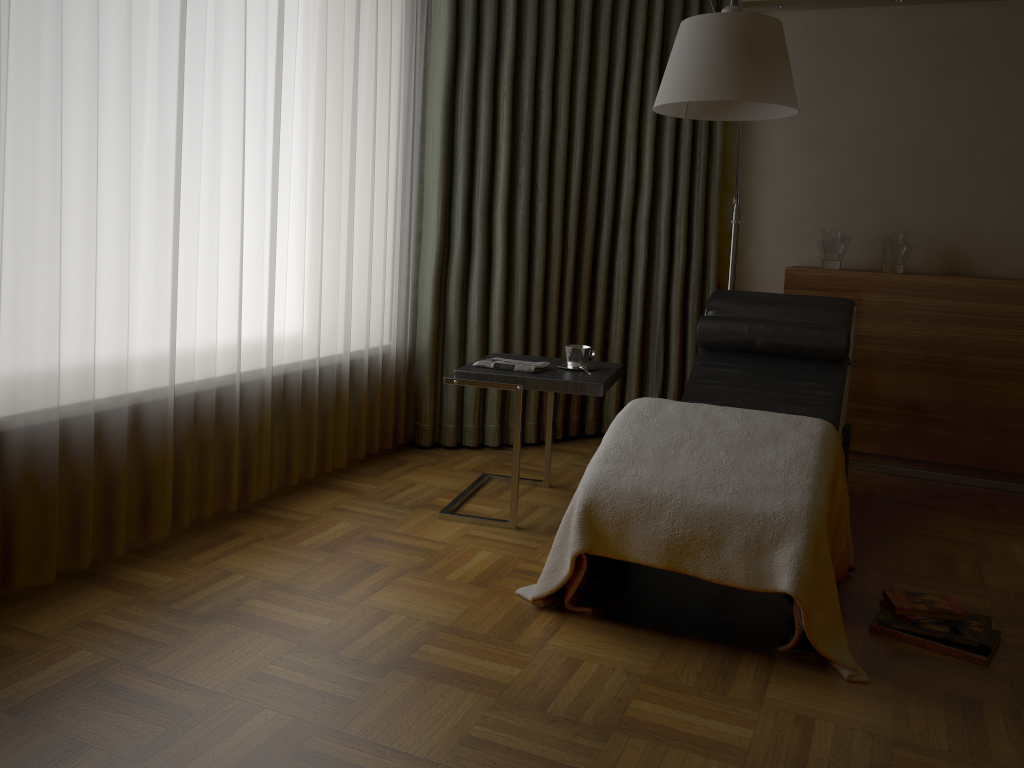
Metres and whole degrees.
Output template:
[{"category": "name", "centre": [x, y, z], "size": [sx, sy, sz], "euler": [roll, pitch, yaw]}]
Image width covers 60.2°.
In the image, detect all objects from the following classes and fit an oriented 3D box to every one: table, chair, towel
[{"category": "table", "centre": [0.113, -0.041, 3.204], "size": [0.518, 0.044, 0.504], "euler": [5, 10, 14]}, {"category": "chair", "centre": [0.800, 0.124, 3.006], "size": [0.637, 0.790, 1.802], "euler": [6, 9, 23]}, {"category": "towel", "centre": [0.005, -0.068, 3.142], "size": [0.241, 0.035, 0.180], "euler": [8, 11, 27]}]

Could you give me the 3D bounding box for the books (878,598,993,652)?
[{"category": "books", "centre": [1.118, 0.627, 2.335], "size": [0.266, 0.020, 0.190], "euler": [8, 11, 27]}]

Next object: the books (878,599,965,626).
[{"category": "books", "centre": [1.091, 0.603, 2.356], "size": [0.173, 0.018, 0.125], "euler": [0, 10, -17]}]

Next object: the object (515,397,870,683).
[{"category": "object", "centre": [0.567, 0.343, 2.541], "size": [0.920, 0.516, 0.915], "euler": [7, 9, 23]}]

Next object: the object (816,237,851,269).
[{"category": "object", "centre": [1.505, -0.618, 4.150], "size": [0.156, 0.153, 0.157], "euler": [0, 8, -20]}]

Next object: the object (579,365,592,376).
[{"category": "object", "centre": [0.259, -0.050, 3.100], "size": [0.029, 0.019, 0.125], "euler": [2, 10, -8]}]

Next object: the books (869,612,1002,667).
[{"category": "books", "centre": [1.112, 0.650, 2.320], "size": [0.282, 0.022, 0.201], "euler": [10, 12, 37]}]

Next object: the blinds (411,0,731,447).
[{"category": "blinds", "centre": [0.326, -0.949, 4.168], "size": [1.532, 2.432, 0.226], "euler": [0, 5, -22]}]

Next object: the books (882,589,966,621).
[{"category": "books", "centre": [1.092, 0.586, 2.347], "size": [0.173, 0.018, 0.125], "euler": [4, 10, 7]}]

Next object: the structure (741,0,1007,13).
[{"category": "structure", "centre": [2.150, -1.819, 3.989], "size": [2.185, 0.129, 0.275], "euler": [7, 10, 23]}]

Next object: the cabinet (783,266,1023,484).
[{"category": "cabinet", "centre": [2.089, -0.047, 3.977], "size": [1.679, 0.855, 0.418], "euler": [7, 7, 23]}]

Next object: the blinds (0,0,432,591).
[{"category": "blinds", "centre": [-0.833, -0.732, 2.946], "size": [0.093, 2.271, 2.211], "euler": [5, 8, 23]}]

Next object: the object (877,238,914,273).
[{"category": "object", "centre": [1.750, -0.587, 4.044], "size": [0.156, 0.153, 0.157], "euler": [5, 8, 13]}]

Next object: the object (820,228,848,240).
[{"category": "object", "centre": [1.507, -0.656, 4.147], "size": [0.122, 0.148, 0.124], "euler": [3, 7, 5]}]

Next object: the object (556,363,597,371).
[{"category": "object", "centre": [0.234, -0.061, 3.198], "size": [0.150, 0.009, 0.151], "euler": [8, 11, 28]}]

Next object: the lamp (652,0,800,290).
[{"category": "lamp", "centre": [0.866, -0.459, 3.249], "size": [0.453, 1.950, 1.423], "euler": [5, 7, 26]}]

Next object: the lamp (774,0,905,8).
[{"category": "lamp", "centre": [1.819, -1.804, 4.124], "size": [1.161, 0.028, 0.050], "euler": [7, 10, 23]}]

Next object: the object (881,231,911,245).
[{"category": "object", "centre": [1.752, -0.625, 4.041], "size": [0.122, 0.148, 0.123], "euler": [3, 7, 3]}]

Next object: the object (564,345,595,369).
[{"category": "object", "centre": [0.238, -0.098, 3.201], "size": [0.098, 0.078, 0.111], "euler": [6, 9, 24]}]
